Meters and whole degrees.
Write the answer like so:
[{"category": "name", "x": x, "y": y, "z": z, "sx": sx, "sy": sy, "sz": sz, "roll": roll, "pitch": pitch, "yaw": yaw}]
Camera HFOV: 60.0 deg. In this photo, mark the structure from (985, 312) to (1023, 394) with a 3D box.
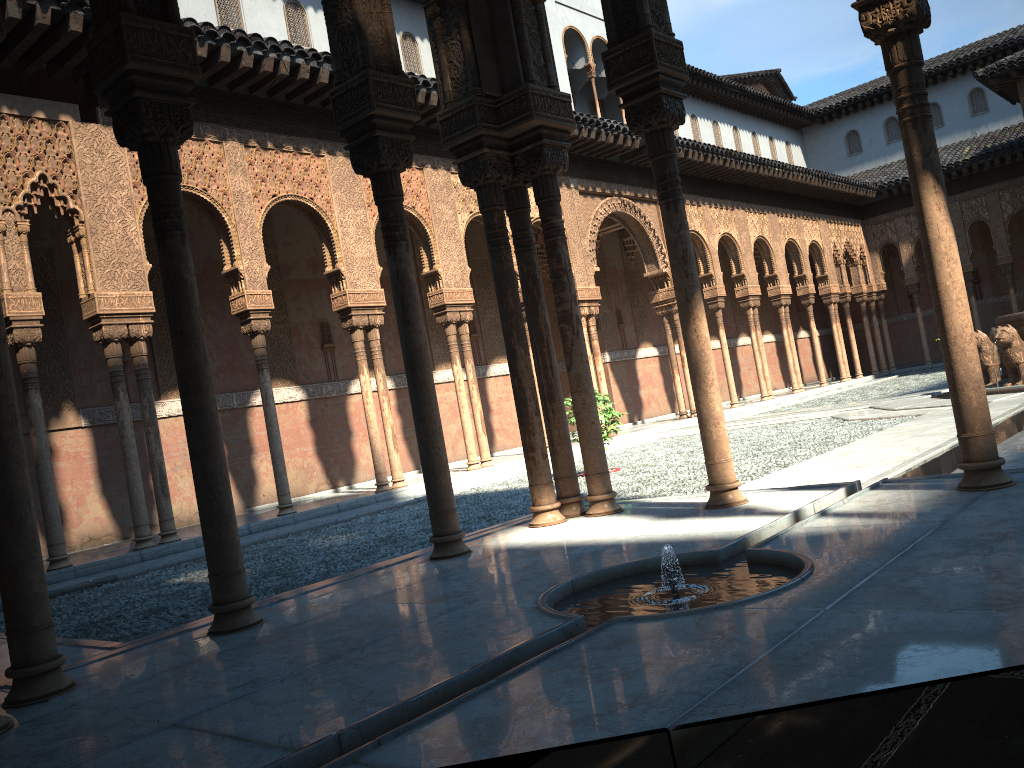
[{"category": "structure", "x": 9.715, "y": -1.060, "z": 14.681, "sx": 4.508, "sy": 1.991, "sz": 4.508, "roll": -12, "pitch": -2, "yaw": 41}]
